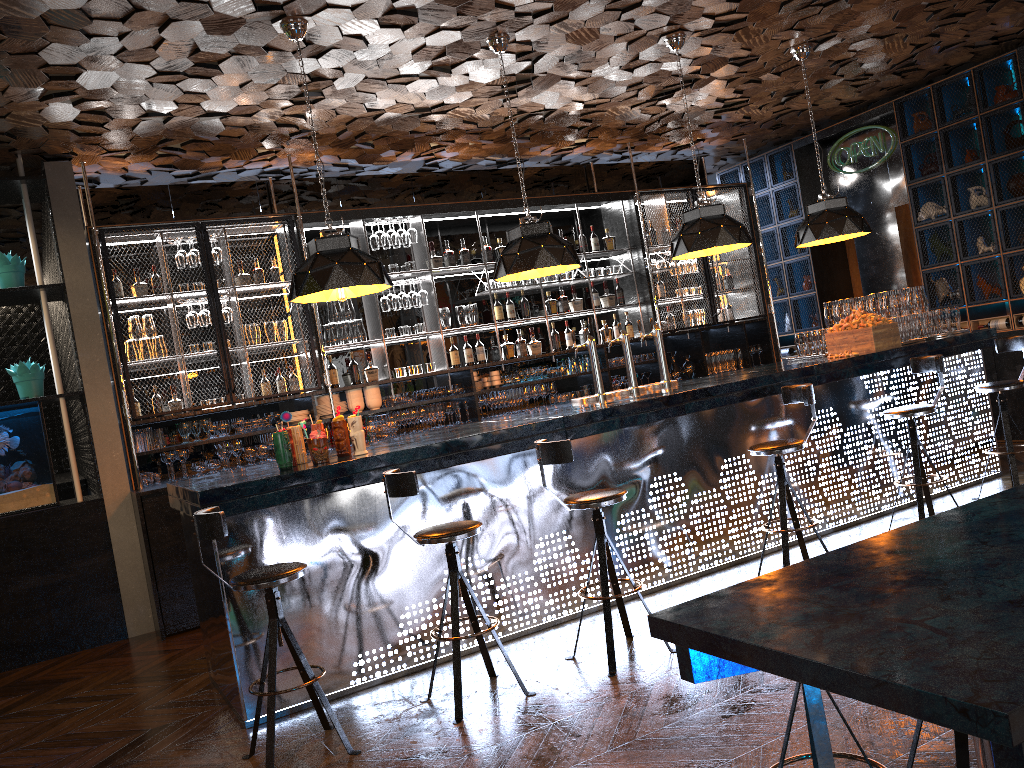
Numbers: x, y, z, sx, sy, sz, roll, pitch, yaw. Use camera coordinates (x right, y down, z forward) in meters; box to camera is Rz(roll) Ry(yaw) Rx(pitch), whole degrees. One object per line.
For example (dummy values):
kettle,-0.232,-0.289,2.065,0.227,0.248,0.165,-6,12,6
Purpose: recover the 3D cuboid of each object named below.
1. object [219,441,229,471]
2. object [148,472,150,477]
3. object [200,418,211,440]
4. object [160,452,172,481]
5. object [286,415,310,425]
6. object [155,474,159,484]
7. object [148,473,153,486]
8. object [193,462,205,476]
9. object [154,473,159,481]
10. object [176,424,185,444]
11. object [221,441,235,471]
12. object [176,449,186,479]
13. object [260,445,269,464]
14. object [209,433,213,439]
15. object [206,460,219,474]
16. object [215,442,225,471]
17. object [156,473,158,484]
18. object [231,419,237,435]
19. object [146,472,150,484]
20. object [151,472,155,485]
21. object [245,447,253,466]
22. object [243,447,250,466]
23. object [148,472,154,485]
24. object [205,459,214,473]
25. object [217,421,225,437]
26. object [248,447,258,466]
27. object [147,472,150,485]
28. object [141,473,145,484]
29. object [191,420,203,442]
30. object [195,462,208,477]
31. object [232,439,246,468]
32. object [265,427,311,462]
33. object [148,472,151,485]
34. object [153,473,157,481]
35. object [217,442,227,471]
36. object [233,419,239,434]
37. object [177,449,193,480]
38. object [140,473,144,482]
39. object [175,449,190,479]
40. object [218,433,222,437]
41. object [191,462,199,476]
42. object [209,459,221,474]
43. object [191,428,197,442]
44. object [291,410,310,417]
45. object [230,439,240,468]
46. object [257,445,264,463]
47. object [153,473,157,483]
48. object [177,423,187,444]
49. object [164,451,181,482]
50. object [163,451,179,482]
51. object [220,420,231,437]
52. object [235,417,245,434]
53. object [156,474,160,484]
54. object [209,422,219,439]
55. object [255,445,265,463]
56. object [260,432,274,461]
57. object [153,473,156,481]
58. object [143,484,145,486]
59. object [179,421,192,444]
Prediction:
object,-2.312,0.582,7.163,0.077,0.229,0.088,-9,1,22
object,-2.844,0.744,6.974,0.031,0.098,0.031,-10,1,-6
object,-2.412,0.358,7.015,0.087,0.170,0.087,-9,1,23
object,-2.761,0.660,7.112,0.091,0.227,0.091,-10,1,-24
object,-1.793,0.301,7.439,0.209,0.060,0.211,-9,1,21
object,-2.757,0.740,6.906,0.034,0.080,0.034,-9,1,29
object,-2.793,0.737,6.871,0.031,0.098,0.031,-9,1,36
object,-2.502,0.680,7.087,0.093,0.101,0.093,-9,1,23
object,-2.776,0.742,6.942,0.034,0.080,0.034,-10,1,-19
object,-2.659,0.398,7.162,0.087,0.170,0.087,-9,1,23
object,-2.271,0.576,7.082,0.088,0.229,0.077,-10,1,-15
object,-2.607,0.635,7.036,0.091,0.227,0.091,-9,1,25
object,-2.029,0.574,7.275,0.074,0.146,0.065,-10,1,-34
object,-2.461,0.382,7.244,0.081,0.132,0.081,-9,1,34
object,-2.413,0.664,7.137,0.093,0.101,0.093,-10,1,-7
object,-2.396,0.594,7.316,0.088,0.229,0.077,-9,1,36
object,-2.795,0.745,6.986,0.034,0.080,0.034,-9,1,44
object,-2.268,0.349,7.307,0.074,0.131,0.074,-10,1,-15
object,-2.898,0.752,7.069,0.031,0.098,0.031,-10,1,-23
object,-2.809,0.739,6.909,0.031,0.098,0.031,-9,1,23
object,-2.160,0.595,7.317,0.065,0.146,0.074,-10,1,-16
object,-2.205,0.602,7.403,0.065,0.146,0.074,-10,1,1
object,-2.827,0.742,6.938,0.031,0.098,0.031,-9,1,17
object,-2.456,0.670,7.228,0.093,0.101,0.093,-10,1,-13
object,-2.355,0.364,7.212,0.081,0.132,0.081,-9,1,34
object,-2.110,0.588,7.226,0.065,0.146,0.074,-9,1,38
object,-2.880,0.749,7.038,0.031,0.098,0.031,-9,1,19
object,-2.900,0.753,6.989,0.033,0.101,0.033,-11,1,-44
object,-2.508,0.374,7.066,0.087,0.170,0.087,-9,1,23
object,-2.453,0.673,6.994,0.093,0.101,0.093,-9,1,30
object,-2.223,0.566,7.206,0.088,0.229,0.077,-10,1,-29
object,-1.858,0.502,7.419,0.376,0.227,0.186,-10,1,-30
object,-2.860,0.746,7.006,0.031,0.098,0.031,-10,1,4
object,-2.816,0.748,7.021,0.034,0.080,0.034,-10,1,-29
object,-2.354,0.588,7.233,0.077,0.229,0.088,-10,1,-12
object,-2.228,0.344,7.230,0.074,0.131,0.074,-10,1,-15
object,-2.561,0.629,6.943,0.091,0.227,0.091,-10,1,-5
object,-2.934,0.758,7.063,0.033,0.101,0.033,-9,1,27
object,-2.658,0.642,7.141,0.091,0.227,0.091,-9,1,25
object,-2.412,0.372,7.328,0.081,0.132,0.081,-9,1,34
object,-2.549,0.686,7.180,0.093,0.101,0.093,-10,1,-42
object,-2.358,0.656,7.046,0.093,0.101,0.093,-9,1,25
object,-2.575,0.383,7.194,0.087,0.170,0.087,-9,1,23
object,-1.799,0.260,7.439,0.211,0.060,0.209,-9,1,16
object,-2.277,0.574,7.317,0.088,0.229,0.077,-10,1,-27
object,-2.080,0.581,7.369,0.065,0.146,0.074,-10,1,-5
object,-2.837,0.751,7.060,0.034,0.080,0.034,-10,1,-19
object,-2.604,0.390,7.058,0.087,0.170,0.087,-9,1,23
object,-2.644,0.643,6.901,0.091,0.227,0.091,-9,1,24
object,-2.692,0.650,6.997,0.091,0.227,0.091,-10,1,11
object,-2.296,0.356,7.108,0.081,0.132,0.081,-9,1,34
object,-2.190,0.338,7.152,0.074,0.131,0.074,-10,1,-15
object,-2.733,0.736,6.864,0.034,0.080,0.034,-9,1,27
object,-2.393,0.372,7.114,0.081,0.132,0.081,-9,1,34
object,-2.124,0.587,7.461,0.074,0.146,0.065,-10,1,-6
object,-1.949,0.515,7.592,0.376,0.227,0.186,-10,1,-30
object,-2.857,0.754,7.101,0.034,0.080,0.034,-10,1,-18
object,-2.919,0.756,7.029,0.033,0.101,0.033,-10,1,1
object,-2.549,0.383,6.953,0.087,0.170,0.087,-9,1,23
